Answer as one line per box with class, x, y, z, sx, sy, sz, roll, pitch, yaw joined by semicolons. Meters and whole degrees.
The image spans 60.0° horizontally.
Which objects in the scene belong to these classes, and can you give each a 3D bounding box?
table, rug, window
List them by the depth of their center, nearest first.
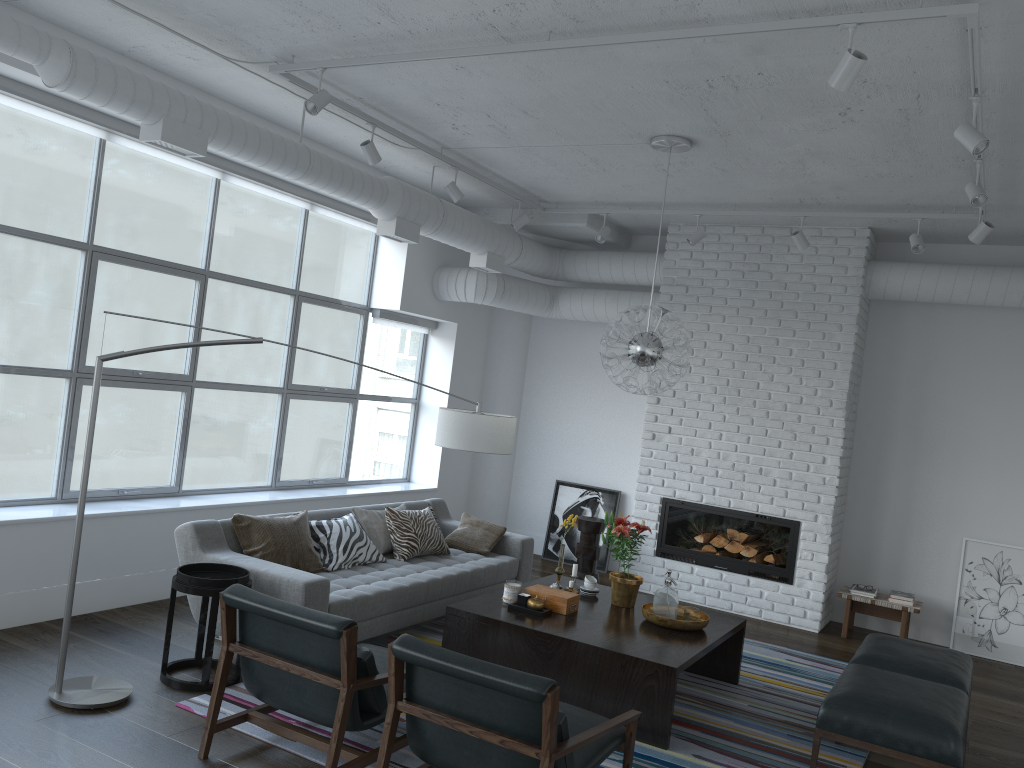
table;-1.518;1.197;4.416;0.379;0.536;0.379;7;0;-44
rug;0.550;1.720;5.032;2.735;0.012;3.760;7;0;29
table;0.512;1.512;5.108;1.306;0.394;1.362;7;0;29
window;-1.940;-0.355;6.558;0.107;2.340;4.566;7;0;29
table;2.884;1.852;6.995;0.605;0.345;0.405;7;0;29
table;0.666;1.456;7.735;0.282;0.558;0.281;7;0;8

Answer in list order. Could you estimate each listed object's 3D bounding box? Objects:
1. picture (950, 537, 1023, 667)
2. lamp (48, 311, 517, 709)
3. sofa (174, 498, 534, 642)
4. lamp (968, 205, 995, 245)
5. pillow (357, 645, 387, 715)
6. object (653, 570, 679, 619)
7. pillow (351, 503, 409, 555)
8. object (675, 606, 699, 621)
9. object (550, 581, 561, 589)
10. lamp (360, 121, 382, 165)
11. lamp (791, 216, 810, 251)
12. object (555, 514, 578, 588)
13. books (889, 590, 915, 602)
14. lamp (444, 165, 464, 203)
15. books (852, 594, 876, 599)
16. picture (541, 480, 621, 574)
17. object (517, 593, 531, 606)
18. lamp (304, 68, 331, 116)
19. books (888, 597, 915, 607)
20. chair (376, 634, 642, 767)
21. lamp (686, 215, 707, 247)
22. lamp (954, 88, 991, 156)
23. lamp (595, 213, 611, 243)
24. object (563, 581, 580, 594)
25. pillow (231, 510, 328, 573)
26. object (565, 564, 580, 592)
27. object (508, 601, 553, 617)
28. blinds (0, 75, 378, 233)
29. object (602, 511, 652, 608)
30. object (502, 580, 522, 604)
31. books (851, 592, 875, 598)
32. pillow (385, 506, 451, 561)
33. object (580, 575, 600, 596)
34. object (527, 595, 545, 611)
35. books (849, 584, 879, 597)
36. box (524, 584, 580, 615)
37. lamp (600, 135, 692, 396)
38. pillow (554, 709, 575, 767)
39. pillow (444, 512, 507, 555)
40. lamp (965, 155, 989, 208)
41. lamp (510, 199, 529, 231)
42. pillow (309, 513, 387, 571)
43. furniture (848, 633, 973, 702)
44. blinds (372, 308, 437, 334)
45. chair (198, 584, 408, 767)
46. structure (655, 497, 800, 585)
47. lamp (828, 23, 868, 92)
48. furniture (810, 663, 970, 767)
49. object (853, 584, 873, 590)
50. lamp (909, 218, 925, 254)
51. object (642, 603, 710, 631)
picture;3.786;1.686;6.847;0.637;0.884;0.093;7;0;29
lamp;-1.021;0.650;4.468;2.162;1.738;0.432;7;0;-27
sofa;-0.870;1.206;5.753;0.991;0.684;2.541;7;0;29
lamp;2.970;-1.028;5.612;0.104;0.285;0.154;7;0;-21
pillow;-0.797;1.156;3.656;0.612;0.293;0.246;7;0;29
object;0.893;1.213;5.113;0.143;0.288;0.143;7;0;0
pillow;-0.839;1.012;6.125;0.254;0.318;0.663;7;0;29
object;0.990;1.323;5.033;0.085;0.089;0.195;7;0;38
object;0.269;1.251;5.486;0.069;0.078;0.124;7;0;11
lamp;-0.868;-1.504;5.509;0.087;0.285;0.154;7;0;38
lamp;2.136;-1.129;6.555;0.154;0.285;0.097;7;0;-21
object;0.340;1.057;5.599;0.121;0.470;0.120;7;0;44
books;3.054;1.657;6.941;0.173;0.025;0.238;7;0;27
lamp;-0.408;-1.445;6.368;0.154;0.285;0.087;7;0;-17
books;2.804;1.666;7.051;0.172;0.011;0.273;7;0;28
picture;0.661;1.358;8.516;0.686;0.775;0.130;7;0;29
object;0.068;1.212;4.982;0.058;0.055;0.058;7;0;29
lamp;-1.000;-1.523;4.588;0.095;0.285;0.154;7;0;22
books;3.047;1.684;6.933;0.185;0.032;0.267;7;0;27
chair;0.029;1.306;3.420;0.678;0.698;0.983;7;0;29
lamp;1.450;-1.213;6.934;0.154;0.285;0.090;7;0;-3
lamp;2.034;-1.148;3.913;0.100;0.285;0.154;7;0;-38
lamp;0.755;-1.298;7.314;0.095;0.285;0.154;7;0;27
object;0.361;1.247;5.420;0.102;0.098;0.102;7;0;-22
pillow;-1.360;0.937;5.162;0.298;0.338;0.597;7;0;38
object;0.391;1.213;5.583;0.098;0.174;0.098;7;0;23
object;0.101;1.251;4.938;0.214;0.023;0.130;7;0;29
blinds;-1.969;-1.472;6.119;0.086;0.130;3.613;7;0;29
object;0.668;1.053;5.335;0.284;0.558;0.275;7;0;-9
object;0.004;1.192;5.080;0.106;0.116;0.117;7;0;8
books;2.798;1.654;7.043;0.171;0.011;0.306;7;0;28
pillow;-0.656;1.010;6.105;0.271;0.340;0.576;7;0;33
object;0.488;1.254;5.523;0.124;0.113;0.121;7;0;-42
object;0.135;1.209;4.923;0.103;0.077;0.103;7;0;1
books;2.803;1.640;7.053;0.202;0.019;0.280;7;0;27
box;0.224;1.231;5.067;0.294;0.093;0.169;7;0;29
lamp;0.871;-0.703;5.377;0.552;1.546;0.552;7;0;16
pillow;-0.063;1.246;3.251;0.612;0.293;0.246;7;0;29
pillow;-0.282;1.115;6.550;0.427;0.261;0.236;7;0;30
lamp;2.505;-1.088;4.776;0.094;0.285;0.154;7;0;2
lamp;0.072;-1.383;7.230;0.154;0.285;0.087;7;0;-12
pillow;-1.074;1.005;5.606;0.346;0.283;0.578;7;0;29
furniture;2.168;1.684;4.839;0.584;0.478;0.828;7;0;29
blinds;-0.975;-0.565;8.124;0.086;0.130;0.903;7;0;29
chair;-0.704;1.216;3.824;0.678;0.698;0.983;7;0;29
structure;1.915;1.341;7.629;1.168;0.578;0.675;7;0;29
lamp;1.269;-1.244;3.335;0.088;0.285;0.154;7;0;-16
furniture;1.762;1.633;4.092;0.583;0.476;0.827;7;0;29
object;2.796;1.612;7.069;0.134;0.038;0.093;7;0;-5
lamp;2.823;-1.044;6.172;0.093;0.285;0.154;7;0;7
object;0.927;1.330;5.046;0.383;0.068;0.383;7;0;-19
